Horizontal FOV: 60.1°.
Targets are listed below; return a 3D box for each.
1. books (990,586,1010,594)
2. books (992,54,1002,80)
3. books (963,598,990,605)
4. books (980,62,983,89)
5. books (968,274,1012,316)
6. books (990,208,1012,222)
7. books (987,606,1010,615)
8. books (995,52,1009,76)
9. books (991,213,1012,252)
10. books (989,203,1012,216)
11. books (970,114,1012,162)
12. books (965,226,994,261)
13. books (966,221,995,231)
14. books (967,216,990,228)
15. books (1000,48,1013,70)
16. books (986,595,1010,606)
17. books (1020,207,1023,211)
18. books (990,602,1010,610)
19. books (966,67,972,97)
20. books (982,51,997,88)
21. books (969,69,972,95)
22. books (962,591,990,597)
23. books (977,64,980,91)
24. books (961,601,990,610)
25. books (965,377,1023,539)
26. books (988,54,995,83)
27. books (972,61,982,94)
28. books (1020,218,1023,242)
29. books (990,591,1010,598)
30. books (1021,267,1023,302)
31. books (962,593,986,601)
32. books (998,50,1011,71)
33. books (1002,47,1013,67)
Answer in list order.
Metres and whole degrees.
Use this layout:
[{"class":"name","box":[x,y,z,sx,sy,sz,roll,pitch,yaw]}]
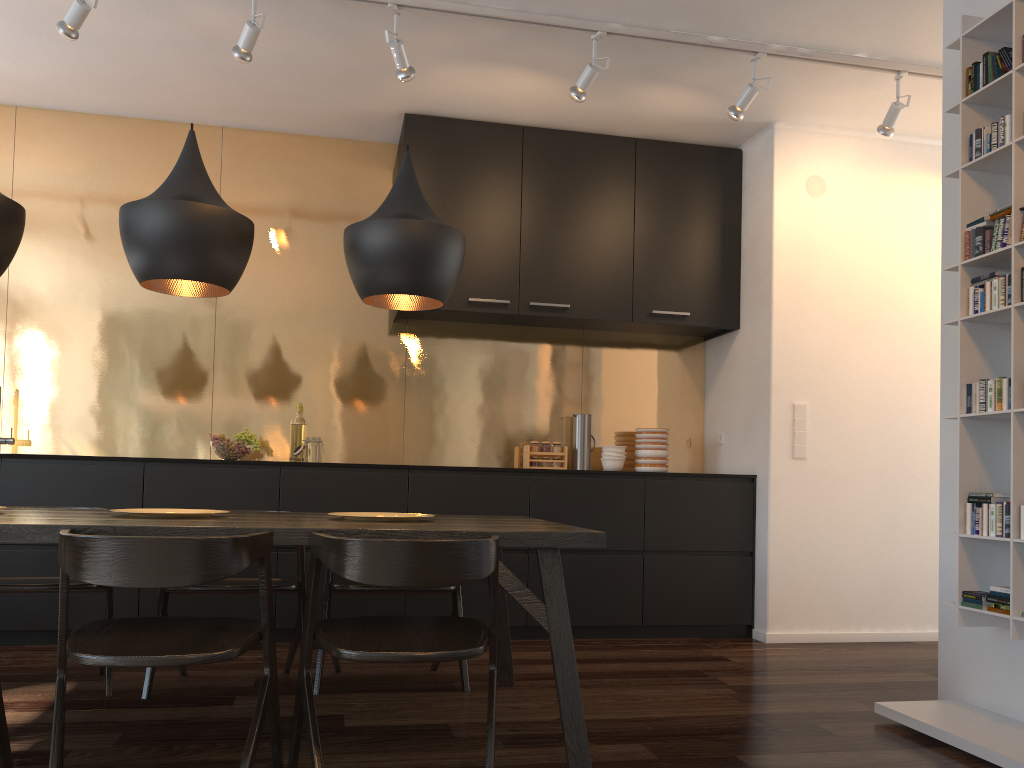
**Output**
[{"class":"books","box":[1.564,0.647,2.774,0.070,0.013,0.093,3,-6,-11]},{"class":"books","box":[1.598,-1.023,2.871,0.070,0.093,0.028,2,-3,-11]},{"class":"books","box":[1.537,0.710,2.893,0.070,0.014,0.093,3,-6,-11]},{"class":"books","box":[1.586,-1.016,2.933,0.070,0.092,0.014,2,-2,-12]},{"class":"books","box":[1.630,-0.299,2.761,0.122,0.112,0.470,2,-6,-11]},{"class":"books","box":[1.594,-0.541,2.822,0.069,0.017,0.108,3,-6,-11]},{"class":"books","box":[1.562,0.714,2.779,0.069,0.016,0.108,3,-6,-11]},{"class":"books","box":[1.601,-1.024,2.848,0.070,0.090,0.046,2,-3,-11]},{"class":"books","box":[1.607,-0.479,2.825,0.096,0.107,0.115,2,-4,-11]},{"class":"books","box":[1.604,-0.555,2.824,0.093,0.014,0.112,3,-6,-11]},{"class":"books","box":[1.614,-0.802,2.893,0.109,0.112,0.223,2,-6,-11]},{"class":"books","box":[1.583,-0.464,2.945,0.096,0.104,0.102,2,-4,-11]},{"class":"books","box":[1.578,-0.522,2.950,0.070,0.013,0.093,3,-6,-11]},{"class":"books","box":[1.576,-0.536,2.946,0.069,0.013,0.093,2,-6,-6]},{"class":"books","box":[1.608,-1.030,2.823,0.069,0.098,0.058,2,-3,-11]},{"class":"books","box":[1.558,0.680,2.779,0.069,0.023,0.108,3,-6,-11]},{"class":"books","box":[1.624,-0.548,2.706,0.069,0.008,0.108,3,-6,-11]},{"class":"books","box":[1.561,0.698,2.772,0.070,0.013,0.093,3,-6,-11]},{"class":"books","box":[1.574,-1.016,2.998,0.069,0.107,0.016,2,-2,-12]},{"class":"books","box":[1.590,-1.029,2.914,0.074,0.115,0.029,2,-2,-11]},{"class":"books","box":[1.574,-1.011,2.982,0.070,0.092,0.014,2,-2,-12]},{"class":"books","box":[1.539,0.687,2.890,0.069,0.009,0.108,3,-6,-11]},{"class":"books","box":[1.582,-1.014,2.946,0.070,0.092,0.014,2,-2,-12]},{"class":"books","box":[1.536,0.724,2.892,0.074,0.015,0.099,3,-6,-11]},{"class":"books","box":[1.612,0.225,2.743,0.122,0.509,0.471,2,-4,-11]},{"class":"books","box":[1.593,-1.024,2.890,0.074,0.099,0.019,2,-2,-12]},{"class":"books","box":[1.576,-1.020,2.965,0.069,0.107,0.023,2,-2,-11]},{"class":"books","box":[1.627,-0.490,2.711,0.096,0.107,0.088,2,-4,-11]},{"class":"books","box":[1.563,0.661,2.773,0.070,0.013,0.093,3,-6,-11]},{"class":"books","box":[1.617,-0.303,2.738,0.074,0.115,0.029,2,-2,-11]},{"class":"books","box":[1.536,0.697,2.895,0.070,0.015,0.093,3,-6,-11]},{"class":"books","box":[1.606,-1.029,2.832,0.069,0.098,0.058,2,-3,-11]},{"class":"books","box":[1.610,-1.031,2.814,0.069,0.098,0.058,2,-3,-11]}]
